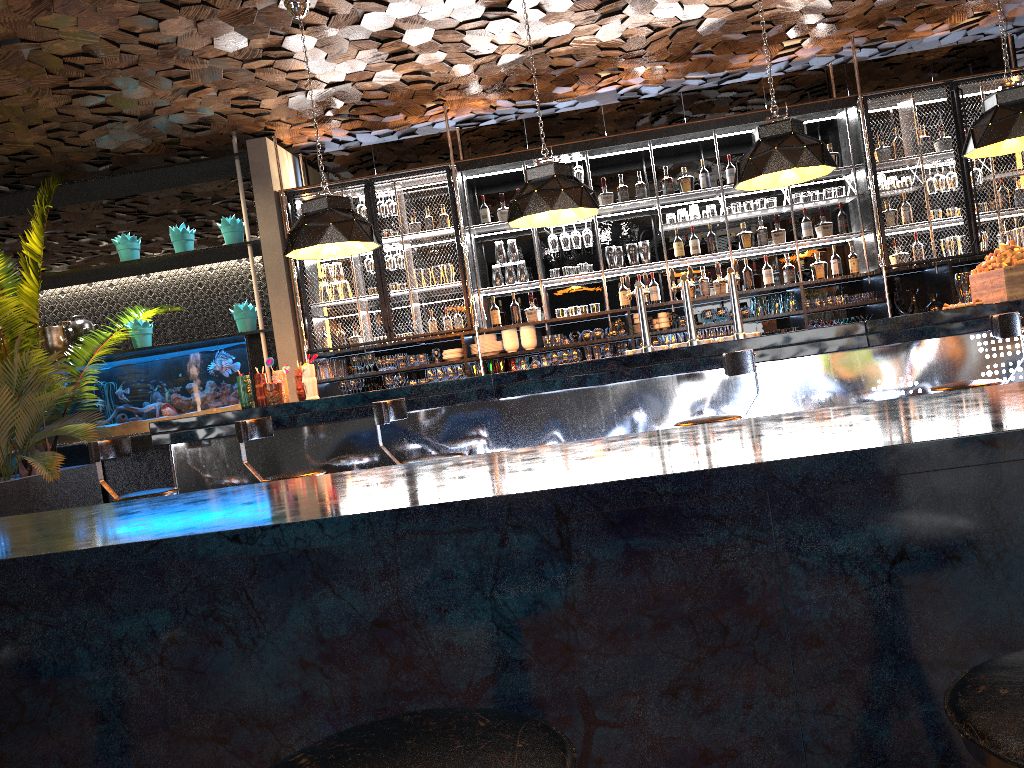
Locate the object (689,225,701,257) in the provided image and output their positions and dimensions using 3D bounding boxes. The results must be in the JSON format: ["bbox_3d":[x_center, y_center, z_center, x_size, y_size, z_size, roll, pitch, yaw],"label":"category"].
[{"bbox_3d":[1.641,-1.278,7.986,0.086,0.298,0.086,-9,1,-35],"label":"object"}]

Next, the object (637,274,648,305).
[{"bbox_3d":[1.170,-0.844,8.044,0.086,0.298,0.086,-9,1,-35],"label":"object"}]

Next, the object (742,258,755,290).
[{"bbox_3d":[2.097,-0.973,7.894,0.086,0.297,0.086,-7,1,40],"label":"object"}]

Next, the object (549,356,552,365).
[{"bbox_3d":[0.331,-0.170,8.172,0.082,0.213,0.082,-8,1,-3],"label":"object"}]

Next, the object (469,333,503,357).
[{"bbox_3d":[-0.233,-0.352,8.067,0.306,0.195,0.300,-8,1,7],"label":"object"}]

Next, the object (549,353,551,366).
[{"bbox_3d":[0.320,-0.167,8.084,0.082,0.213,0.082,-8,1,-6],"label":"object"}]

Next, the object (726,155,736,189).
[{"bbox_3d":[1.953,-1.897,7.915,0.086,0.298,0.086,-9,1,-35],"label":"object"}]

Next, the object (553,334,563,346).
[{"bbox_3d":[0.410,-0.393,7.944,0.089,0.100,0.100,-7,1,42],"label":"object"}]

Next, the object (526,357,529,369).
[{"bbox_3d":[0.115,-0.137,8.013,0.082,0.213,0.082,-8,1,-18],"label":"object"}]

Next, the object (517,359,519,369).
[{"bbox_3d":[0.036,-0.127,8.112,0.082,0.213,0.082,-9,1,-34],"label":"object"}]

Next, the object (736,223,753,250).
[{"bbox_3d":[2.076,-1.311,7.911,0.151,0.248,0.094,-8,1,-5],"label":"object"}]

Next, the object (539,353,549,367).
[{"bbox_3d":[0.295,-0.161,7.905,0.082,0.213,0.082,-8,1,36],"label":"object"}]

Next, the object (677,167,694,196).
[{"bbox_3d":[1.556,-1.815,7.948,0.151,0.248,0.094,-8,1,9],"label":"object"}]

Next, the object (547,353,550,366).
[{"bbox_3d":[0.310,-0.165,7.995,0.082,0.213,0.082,-8,1,-13],"label":"object"}]

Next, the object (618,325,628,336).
[{"bbox_3d":[0.982,-0.473,7.902,0.095,0.096,0.095,-8,1,30],"label":"object"}]

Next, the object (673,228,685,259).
[{"bbox_3d":[1.495,-1.256,7.976,0.086,0.299,0.086,-9,1,-35],"label":"object"}]

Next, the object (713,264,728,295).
[{"bbox_3d":[1.859,-0.930,7.929,0.123,0.279,0.123,-8,1,19],"label":"object"}]

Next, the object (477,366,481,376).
[{"bbox_3d":[-0.294,-0.089,8.123,0.073,0.229,0.073,-8,1,-6],"label":"object"}]

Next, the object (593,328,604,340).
[{"bbox_3d":[0.767,-0.443,7.861,0.093,0.099,0.093,-8,1,25],"label":"object"}]

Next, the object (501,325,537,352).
[{"bbox_3d":[0.067,-0.405,8.003,0.309,0.216,0.149,-8,1,3],"label":"object"}]

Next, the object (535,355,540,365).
[{"bbox_3d":[0.223,-0.154,8.094,0.082,0.213,0.082,-7,1,38],"label":"object"}]

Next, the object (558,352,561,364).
[{"bbox_3d":[0.406,-0.180,8.026,0.084,0.216,0.084,-8,1,18],"label":"object"}]

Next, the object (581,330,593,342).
[{"bbox_3d":[0.671,-0.431,7.918,0.093,0.099,0.093,-8,1,22],"label":"object"}]

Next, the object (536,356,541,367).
[{"bbox_3d":[0.235,-0.156,8.183,0.082,0.213,0.082,-8,1,5],"label":"object"}]

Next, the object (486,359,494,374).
[{"bbox_3d":[-0.184,-0.103,7.985,0.073,0.229,0.073,-8,1,-6],"label":"object"}]

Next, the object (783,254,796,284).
[{"bbox_3d":[2.459,-1.017,7.883,0.083,0.282,0.083,-8,1,-9],"label":"object"}]

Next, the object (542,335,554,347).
[{"bbox_3d":[0.324,-0.380,7.897,0.100,0.100,0.089,-8,1,10],"label":"object"}]

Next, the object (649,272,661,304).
[{"bbox_3d":[1.285,-0.860,8.008,0.086,0.298,0.086,-9,1,-35],"label":"object"}]

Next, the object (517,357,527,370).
[{"bbox_3d":[0.102,-0.134,7.928,0.082,0.213,0.082,-8,1,35],"label":"object"}]

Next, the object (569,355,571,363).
[{"bbox_3d":[0.505,-0.196,8.147,0.084,0.216,0.084,-8,1,5],"label":"object"}]

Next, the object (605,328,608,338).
[{"bbox_3d":[0.895,-0.463,8.110,0.095,0.096,0.095,-8,1,22],"label":"object"}]

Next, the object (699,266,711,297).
[{"bbox_3d":[1.724,-0.913,7.957,0.083,0.282,0.083,-8,1,6],"label":"object"}]

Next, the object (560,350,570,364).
[{"bbox_3d":[0.480,-0.189,7.883,0.084,0.216,0.084,-8,1,21],"label":"object"}]

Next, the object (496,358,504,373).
[{"bbox_3d":[-0.088,-0.116,7.971,0.073,0.229,0.073,-8,1,-6],"label":"object"}]

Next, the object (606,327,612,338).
[{"bbox_3d":[0.890,-0.460,7.944,0.095,0.096,0.095,-8,1,6],"label":"object"}]

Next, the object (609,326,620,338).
[{"bbox_3d":[0.905,-0.461,7.838,0.095,0.096,0.095,-8,1,-20],"label":"object"}]

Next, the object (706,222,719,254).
[{"bbox_3d":[1.788,-1.297,7.943,0.086,0.297,0.086,-9,1,-35],"label":"object"}]

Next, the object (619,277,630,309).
[{"bbox_3d":[1.013,-0.821,8.034,0.086,0.299,0.086,-9,1,-35],"label":"object"}]

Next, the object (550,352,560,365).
[{"bbox_3d":[0.387,-0.176,7.894,0.084,0.216,0.084,-8,1,-6],"label":"object"}]

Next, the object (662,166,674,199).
[{"bbox_3d":[1.395,-1.810,7.964,0.083,0.282,0.083,-8,1,-9],"label":"object"}]

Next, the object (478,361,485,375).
[{"bbox_3d":[-0.263,-0.092,8.044,0.073,0.229,0.073,-8,1,-6],"label":"object"}]

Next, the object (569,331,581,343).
[{"bbox_3d":[0.566,-0.416,7.933,0.109,0.100,0.109,-8,1,-11],"label":"object"}]

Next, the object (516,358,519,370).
[{"bbox_3d":[0.025,-0.125,8.026,0.082,0.213,0.082,-8,1,-2],"label":"object"}]

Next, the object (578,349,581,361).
[{"bbox_3d":[0.595,-0.209,8.144,0.084,0.216,0.084,-8,1,28],"label":"object"}]

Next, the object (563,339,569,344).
[{"bbox_3d":[0.485,-0.377,7.907,0.044,0.048,0.049,-9,1,-42],"label":"object"}]

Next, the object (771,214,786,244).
[{"bbox_3d":[2.361,-1.367,7.869,0.123,0.279,0.123,-8,1,19],"label":"object"}]

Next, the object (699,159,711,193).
[{"bbox_3d":[1.723,-1.864,7.945,0.086,0.298,0.086,-9,1,-35],"label":"object"}]

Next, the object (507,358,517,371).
[{"bbox_3d":[0.014,-0.122,7.936,0.082,0.213,0.082,-8,1,35],"label":"object"}]

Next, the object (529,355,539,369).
[{"bbox_3d":[0.204,-0.149,7.917,0.082,0.213,0.082,-7,1,39],"label":"object"}]

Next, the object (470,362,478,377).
[{"bbox_3d":[-0.330,-0.082,7.979,0.073,0.229,0.073,-8,1,-6],"label":"object"}]

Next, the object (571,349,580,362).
[{"bbox_3d":[0.569,-0.202,7.874,0.084,0.216,0.084,-9,1,-42],"label":"object"}]

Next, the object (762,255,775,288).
[{"bbox_3d":[2.279,-0.999,7.908,0.086,0.298,0.086,-9,1,-35],"label":"object"}]

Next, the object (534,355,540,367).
[{"bbox_3d":[0.215,-0.151,8.004,0.082,0.213,0.082,-8,1,-15],"label":"object"}]

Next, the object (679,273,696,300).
[{"bbox_3d":[1.574,-0.874,7.972,0.151,0.248,0.094,-8,1,-5],"label":"object"}]

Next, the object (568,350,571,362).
[{"bbox_3d":[0.495,-0.193,8.013,0.084,0.216,0.084,-8,1,-2],"label":"object"}]

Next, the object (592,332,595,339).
[{"bbox_3d":[0.773,-0.446,7.966,0.093,0.099,0.093,-8,1,-23],"label":"object"}]

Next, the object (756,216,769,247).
[{"bbox_3d":[2.225,-1.351,7.896,0.083,0.282,0.083,-8,1,6],"label":"object"}]

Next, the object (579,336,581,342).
[{"bbox_3d":[0.582,-0.420,8.090,0.109,0.100,0.109,-8,1,-11],"label":"object"}]

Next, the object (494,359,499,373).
[{"bbox_3d":[-0.132,-0.111,8.049,0.073,0.229,0.073,-8,1,-6],"label":"object"}]

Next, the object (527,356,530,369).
[{"bbox_3d":[0.132,-0.141,8.103,0.082,0.213,0.082,-8,1,27],"label":"object"}]
